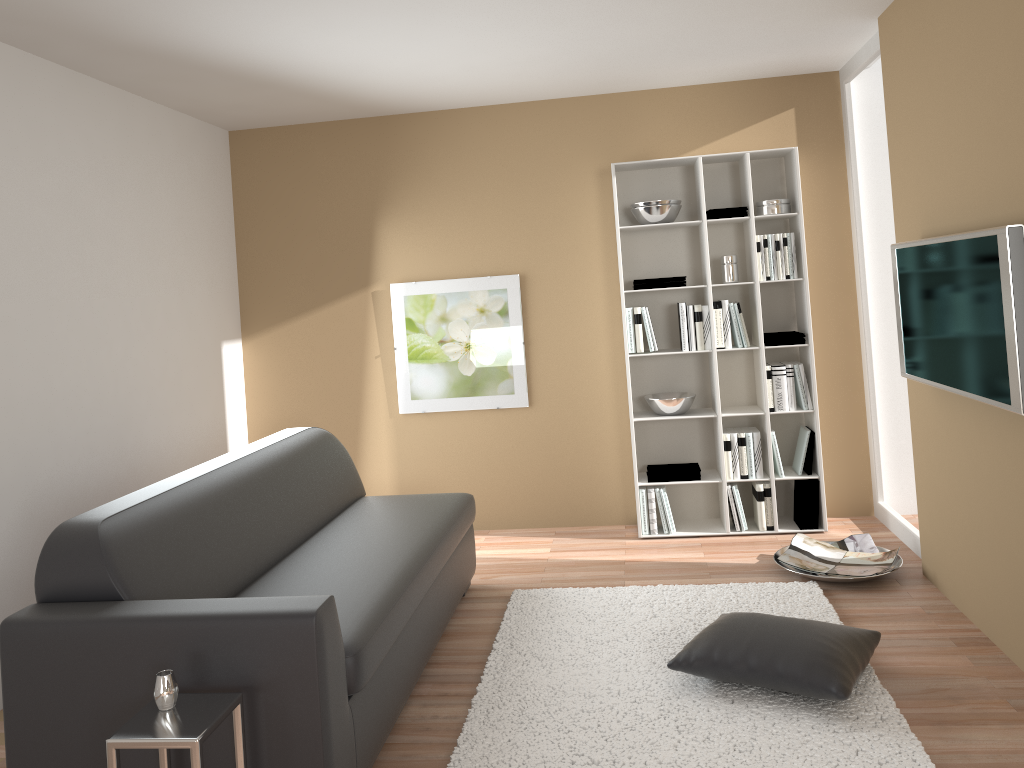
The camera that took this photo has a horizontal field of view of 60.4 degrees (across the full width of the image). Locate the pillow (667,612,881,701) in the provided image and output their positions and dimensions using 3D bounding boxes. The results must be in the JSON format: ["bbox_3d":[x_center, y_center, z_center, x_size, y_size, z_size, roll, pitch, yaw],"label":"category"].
[{"bbox_3d":[0.933,0.944,3.112,0.607,0.209,0.586,-1,6,33],"label":"pillow"}]

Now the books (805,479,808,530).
[{"bbox_3d":[1.655,0.665,4.993,0.032,0.269,0.211,-4,1,8],"label":"books"}]

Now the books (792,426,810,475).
[{"bbox_3d":[1.653,0.376,5.030,0.085,0.246,0.208,-4,2,8],"label":"books"}]

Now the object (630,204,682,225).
[{"bbox_3d":[0.849,-0.982,5.163,0.300,0.107,0.299,-7,6,-27],"label":"object"}]

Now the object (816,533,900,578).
[{"bbox_3d":[1.619,0.845,4.252,0.342,0.096,0.501,-3,6,7],"label":"object"}]

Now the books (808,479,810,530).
[{"bbox_3d":[1.666,0.664,4.992,0.032,0.269,0.211,-4,1,8],"label":"books"}]

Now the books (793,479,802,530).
[{"bbox_3d":[1.622,0.667,4.997,0.032,0.269,0.211,-4,1,8],"label":"books"}]

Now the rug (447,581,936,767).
[{"bbox_3d":[0.567,1.069,3.120,1.447,0.045,2.035,-3,6,8],"label":"rug"}]

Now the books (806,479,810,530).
[{"bbox_3d":[1.660,0.662,4.993,0.032,0.274,0.220,-4,1,8],"label":"books"}]

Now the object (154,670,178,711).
[{"bbox_3d":[-0.865,0.766,2.201,0.058,0.086,0.057,-4,1,-22],"label":"object"}]

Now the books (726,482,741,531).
[{"bbox_3d":[1.259,0.687,5.042,0.060,0.260,0.208,-4,1,8],"label":"books"}]

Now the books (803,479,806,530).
[{"bbox_3d":[1.644,0.664,4.993,0.032,0.273,0.217,-4,1,8],"label":"books"}]

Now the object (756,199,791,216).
[{"bbox_3d":[1.503,-1.010,5.061,0.193,0.090,0.190,-8,6,-40],"label":"object"}]

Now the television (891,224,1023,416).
[{"bbox_3d":[1.617,-0.257,3.236,0.054,0.578,1.180,-4,4,8],"label":"television"}]

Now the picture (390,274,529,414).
[{"bbox_3d":[-0.331,-0.243,5.452,0.815,0.818,0.019,-4,-1,7],"label":"picture"}]

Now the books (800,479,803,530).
[{"bbox_3d":[1.627,0.667,4.995,0.032,0.269,0.212,-4,1,8],"label":"books"}]

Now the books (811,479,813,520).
[{"bbox_3d":[1.682,0.661,4.993,0.032,0.271,0.214,-4,1,8],"label":"books"}]

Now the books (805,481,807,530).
[{"bbox_3d":[1.649,0.665,4.994,0.032,0.269,0.211,-4,1,8],"label":"books"}]

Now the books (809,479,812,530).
[{"bbox_3d":[1.672,0.664,4.991,0.032,0.269,0.211,-4,1,8],"label":"books"}]

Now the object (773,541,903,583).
[{"bbox_3d":[1.563,0.868,4.231,0.586,0.063,0.586,-6,6,-17],"label":"object"}]

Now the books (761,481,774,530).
[{"bbox_3d":[1.448,0.677,5.016,0.040,0.259,0.208,-4,1,8],"label":"books"}]

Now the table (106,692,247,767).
[{"bbox_3d":[-0.803,1.046,2.151,0.227,0.470,0.239,-4,0,8],"label":"table"}]

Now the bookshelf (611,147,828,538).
[{"bbox_3d":[1.179,-0.243,5.119,1.038,2.145,0.332,-4,-1,7],"label":"bookshelf"}]

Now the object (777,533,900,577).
[{"bbox_3d":[1.568,0.838,4.245,0.497,0.096,0.345,0,7,37],"label":"object"}]

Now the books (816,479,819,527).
[{"bbox_3d":[1.709,0.659,4.986,0.032,0.274,0.220,-4,1,8],"label":"books"}]

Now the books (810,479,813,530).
[{"bbox_3d":[1.676,0.664,4.989,0.032,0.269,0.212,-4,1,8],"label":"books"}]

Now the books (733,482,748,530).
[{"bbox_3d":[1.303,0.683,5.049,0.058,0.258,0.208,-4,1,8],"label":"books"}]

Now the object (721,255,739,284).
[{"bbox_3d":[1.251,-0.658,5.053,0.093,0.162,0.094,-4,0,22],"label":"object"}]

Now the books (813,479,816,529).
[{"bbox_3d":[1.693,0.661,4.987,0.032,0.273,0.217,-4,1,8],"label":"books"}]

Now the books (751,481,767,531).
[{"bbox_3d":[1.408,0.680,5.017,0.040,0.259,0.208,-4,1,8],"label":"books"}]

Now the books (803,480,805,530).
[{"bbox_3d":[1.638,0.664,4.999,0.032,0.271,0.214,-4,1,8],"label":"books"}]

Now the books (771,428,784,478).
[{"bbox_3d":[1.497,0.384,5.018,0.060,0.260,0.208,-4,1,8],"label":"books"}]

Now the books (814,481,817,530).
[{"bbox_3d":[1.699,0.662,4.988,0.032,0.269,0.211,-4,1,8],"label":"books"}]

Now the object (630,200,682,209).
[{"bbox_3d":[0.847,-1.009,5.164,0.300,0.107,0.299,-7,6,-27],"label":"object"}]

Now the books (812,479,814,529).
[{"bbox_3d":[1.687,0.661,4.992,0.032,0.271,0.214,-4,1,8],"label":"books"}]

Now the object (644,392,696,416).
[{"bbox_3d":[0.927,0.120,5.138,0.300,0.107,0.299,-7,6,-27],"label":"object"}]

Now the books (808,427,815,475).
[{"bbox_3d":[1.696,0.379,5.022,0.043,0.238,0.211,-4,2,8],"label":"books"}]

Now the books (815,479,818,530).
[{"bbox_3d":[1.704,0.662,4.987,0.032,0.269,0.211,-4,1,8],"label":"books"}]

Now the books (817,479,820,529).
[{"bbox_3d":[1.715,0.661,4.985,0.032,0.269,0.211,-4,1,8],"label":"books"}]

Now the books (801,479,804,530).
[{"bbox_3d":[1.633,0.664,4.999,0.032,0.271,0.214,-4,1,8],"label":"books"}]

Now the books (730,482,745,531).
[{"bbox_3d":[1.284,0.687,5.035,0.058,0.258,0.208,-4,1,8],"label":"books"}]

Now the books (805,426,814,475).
[{"bbox_3d":[1.688,0.377,5.024,0.043,0.243,0.220,-4,2,8],"label":"books"}]
